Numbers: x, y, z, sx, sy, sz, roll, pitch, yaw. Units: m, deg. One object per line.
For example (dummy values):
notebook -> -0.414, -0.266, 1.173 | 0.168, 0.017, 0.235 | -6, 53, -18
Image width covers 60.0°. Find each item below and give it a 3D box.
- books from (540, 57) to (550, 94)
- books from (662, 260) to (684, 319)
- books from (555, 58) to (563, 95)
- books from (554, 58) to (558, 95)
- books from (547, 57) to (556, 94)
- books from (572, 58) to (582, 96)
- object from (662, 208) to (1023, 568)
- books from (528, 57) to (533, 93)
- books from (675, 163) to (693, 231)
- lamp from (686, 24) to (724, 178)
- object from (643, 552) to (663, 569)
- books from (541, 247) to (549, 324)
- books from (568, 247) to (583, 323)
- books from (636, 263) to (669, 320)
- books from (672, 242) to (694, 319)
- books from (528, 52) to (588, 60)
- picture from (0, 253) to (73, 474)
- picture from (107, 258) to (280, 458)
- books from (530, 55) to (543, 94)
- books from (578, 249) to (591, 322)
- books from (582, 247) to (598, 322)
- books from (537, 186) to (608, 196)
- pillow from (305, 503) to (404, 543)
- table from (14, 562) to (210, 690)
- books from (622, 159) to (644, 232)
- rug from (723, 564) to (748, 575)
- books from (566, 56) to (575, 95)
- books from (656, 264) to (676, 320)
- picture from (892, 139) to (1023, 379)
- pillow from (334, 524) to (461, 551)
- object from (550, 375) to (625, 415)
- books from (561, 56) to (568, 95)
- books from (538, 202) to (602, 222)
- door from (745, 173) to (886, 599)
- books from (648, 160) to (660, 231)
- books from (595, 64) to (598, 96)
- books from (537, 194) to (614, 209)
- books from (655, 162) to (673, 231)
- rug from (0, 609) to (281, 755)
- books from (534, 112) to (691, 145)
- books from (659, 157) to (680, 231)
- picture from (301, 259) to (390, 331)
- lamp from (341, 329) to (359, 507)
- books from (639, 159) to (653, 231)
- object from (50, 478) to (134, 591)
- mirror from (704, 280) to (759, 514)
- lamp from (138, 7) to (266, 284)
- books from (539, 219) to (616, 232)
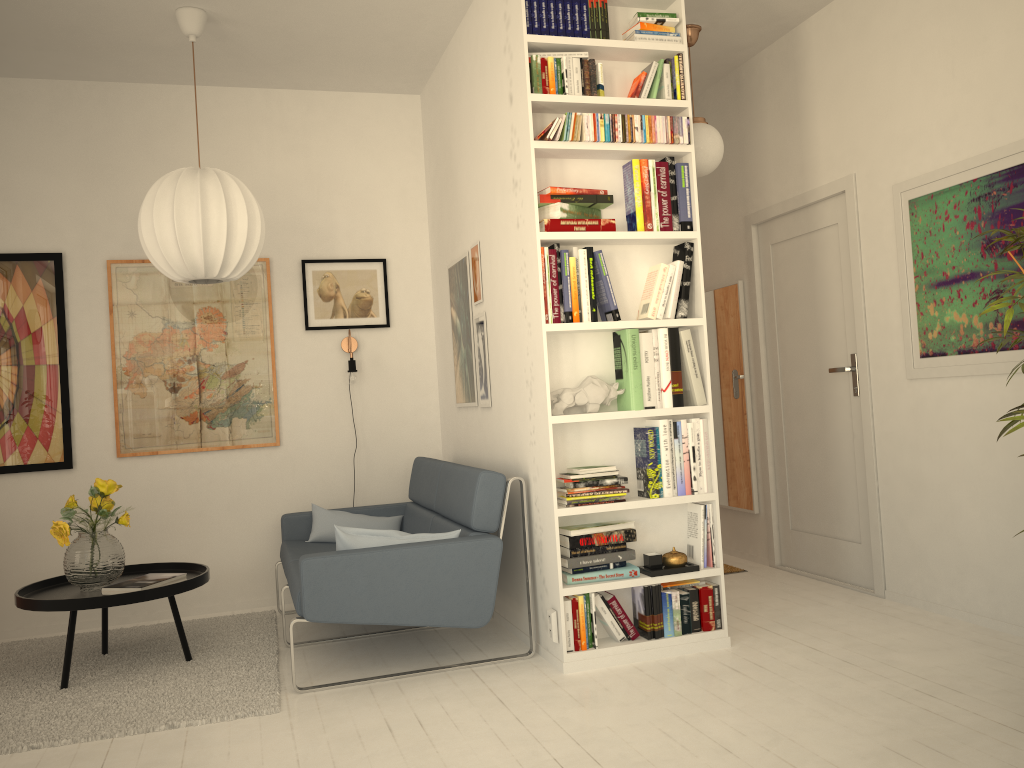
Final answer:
books -> 0.101, -1.200, 3.565 | 0.030, 0.149, 0.202 | -3, -1, -17
books -> 0.642, -0.380, 3.706 | 0.092, 0.244, 0.196 | -3, -1, -17
books -> 0.160, -1.207, 3.595 | 0.024, 0.155, 0.188 | -3, -1, -17
books -> 0.142, -1.203, 3.588 | 0.013, 0.149, 0.208 | -3, -1, -17
books -> 0.129, -1.203, 3.569 | 0.023, 0.152, 0.199 | -3, -1, -17
books -> 0.230, -1.210, 3.609 | 0.035, 0.158, 0.199 | -3, -1, -17
object -> 1.485, 0.156, 3.010 | 0.778, 1.712, 2.087 | -3, -2, -36
books -> 0.038, -1.199, 3.568 | 0.019, 0.156, 0.205 | -3, -1, -17
books -> 0.687, -0.762, 3.728 | 0.054, 0.289, 0.179 | -3, -1, -17
lamp -> 0.930, -1.445, 4.557 | 0.275, 0.767, 0.275 | -3, -2, -23
object -> 0.571, 0.716, 3.591 | 0.058, 0.055, 0.058 | -3, -1, -17
books -> 0.093, -0.378, 3.543 | 0.021, 0.301, 0.222 | -3, -1, -17
books -> 0.232, -0.384, 3.581 | 0.020, 0.304, 0.193 | -3, -1, -17
books -> 0.575, -0.372, 3.654 | 0.115, 0.232, 0.133 | -3, -1, -17
books -> 0.691, -0.421, 3.715 | 0.092, 0.319, 0.179 | -3, -1, -17
books -> 0.165, -1.298, 3.599 | 0.255, 0.022, 0.189 | -4, -1, -7
picture -> -2.699, -0.102, 4.531 | 0.778, 1.134, 0.018 | -3, -2, -17
picture -> -1.727, -0.158, 4.836 | 0.838, 1.053, 0.012 | -3, -2, -17
books -> 0.072, -1.203, 3.553 | 0.034, 0.162, 0.197 | -3, -1, -17
books -> 0.261, -0.382, 3.575 | 0.032, 0.291, 0.189 | -3, -1, -17
books -> 0.295, -0.391, 3.578 | 0.033, 0.306, 0.150 | -3, -1, -17
books -> 0.220, -0.757, 3.596 | 0.266, 0.026, 0.203 | -3, -1, -28
pillow -> -0.836, 0.759, 4.746 | 0.540, 0.277, 0.157 | -3, -1, -16
table -> -1.693, 1.033, 3.815 | 0.761, 0.386, 0.760 | -4, -1, -1
books -> 0.485, -0.759, 3.686 | 0.032, 0.300, 0.200 | -3, -1, -17
rug -> 0.801, 1.095, 5.137 | 0.941, 0.002, 0.553 | -3, -1, -17
books -> 0.197, -1.210, 3.607 | 0.028, 0.159, 0.222 | -3, -1, -17
books -> 0.607, -0.372, 3.671 | 0.105, 0.225, 0.138 | -3, -1, -17
picture -> 1.867, -0.473, 3.595 | 0.012, 0.877, 0.822 | -3, -1, -17
pillow -> -0.466, 0.704, 3.527 | 0.533, 0.353, 0.141 | -3, -1, -18
object -> 0.297, 0.042, 3.539 | 0.311, 0.150, 0.137 | -3, -1, -9
books -> 0.182, -1.207, 3.585 | 0.012, 0.155, 0.208 | -3, -1, -17
books -> 0.233, -0.677, 3.592 | 0.128, 0.064, 0.268 | -5, -1, 43
door -> 1.619, 0.018, 4.701 | 0.166, 2.033, 0.955 | -3, -1, -17
books -> 0.553, -0.760, 3.696 | 0.029, 0.301, 0.185 | -3, -1, -17
books -> 0.313, -1.216, 3.630 | 0.016, 0.158, 0.146 | -3, -1, -17
books -> 0.228, -0.728, 3.605 | 0.314, 0.035, 0.205 | -3, -1, -17
books -> 0.597, -0.758, 3.702 | 0.059, 0.291, 0.182 | -3, -1, -17
rug -> -1.675, 1.223, 3.767 | 1.304, 0.012, 1.660 | -3, -1, -15
books -> 0.370, -1.011, 3.651 | 0.664, 0.110, 0.278 | -3, -1, -17
books -> 0.641, -0.774, 3.716 | 0.039, 0.317, 0.161 | -3, -1, -17
picture -> -0.952, -0.515, 5.089 | 0.481, 0.402, 0.015 | -3, -1, -17
lamp -> -1.002, 0.403, 4.966 | 0.360, 1.416, 0.112 | -3, -2, -17
books -> 0.521, -0.759, 3.691 | 0.039, 0.302, 0.199 | -3, -1, -17
object -> -1.815, 0.647, 3.826 | 0.291, 0.471, 0.361 | -4, -1, 21
mirror -> 1.316, 0.083, 5.439 | 0.029, 1.370, 0.500 | -3, -1, -17
lamp -> -1.419, -1.075, 4.013 | 0.536, 1.229, 0.536 | -4, -1, 17
books -> 0.241, -0.619, 3.582 | 0.301, 0.056, 0.202 | -3, -1, -17
